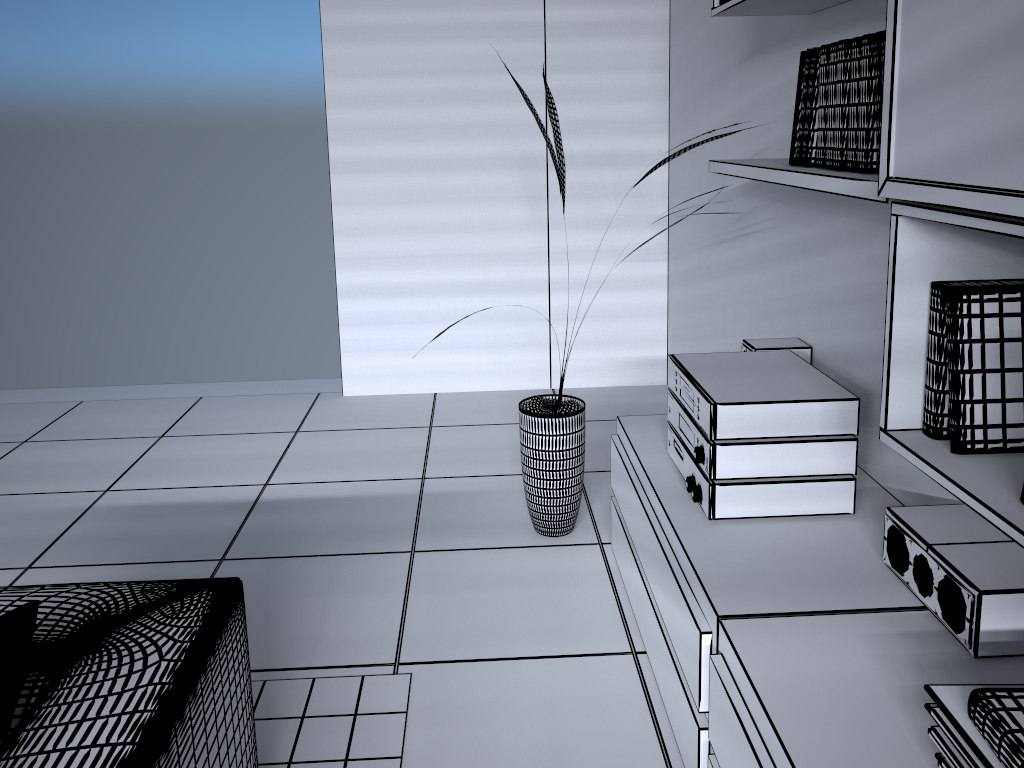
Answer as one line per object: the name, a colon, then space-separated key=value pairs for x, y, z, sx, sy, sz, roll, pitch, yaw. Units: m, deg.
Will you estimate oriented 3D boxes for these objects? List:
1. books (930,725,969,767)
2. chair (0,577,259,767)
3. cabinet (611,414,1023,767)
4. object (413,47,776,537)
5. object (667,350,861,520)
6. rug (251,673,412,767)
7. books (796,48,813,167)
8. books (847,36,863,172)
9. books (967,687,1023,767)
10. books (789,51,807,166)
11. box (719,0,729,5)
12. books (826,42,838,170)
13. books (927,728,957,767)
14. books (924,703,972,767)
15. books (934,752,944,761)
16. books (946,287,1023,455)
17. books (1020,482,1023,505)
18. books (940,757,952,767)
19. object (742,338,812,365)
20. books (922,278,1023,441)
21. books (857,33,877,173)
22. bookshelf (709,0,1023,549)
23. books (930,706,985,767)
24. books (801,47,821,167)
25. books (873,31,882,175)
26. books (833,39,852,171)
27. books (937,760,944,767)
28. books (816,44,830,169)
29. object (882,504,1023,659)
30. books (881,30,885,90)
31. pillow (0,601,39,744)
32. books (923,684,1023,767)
books: x=0.710 y=0.514 z=1.000 sx=0.285 sy=0.008 sz=0.425 roll=-2 pitch=16 yaw=-1
chair: x=-0.916 y=0.846 z=0.803 sx=0.960 sy=0.540 sz=1.689 roll=-2 pitch=16 yaw=-2
cabinet: x=0.638 y=0.627 z=1.630 sx=0.574 sy=0.439 sz=2.325 roll=-2 pitch=16 yaw=-2
object: x=0.222 y=-0.269 z=2.744 sx=1.180 sy=1.552 sz=0.254 roll=6 pitch=13 yaw=30
object: x=0.579 y=0.106 z=2.145 sx=0.347 sy=0.263 sz=0.440 roll=-2 pitch=15 yaw=-2
rug: x=-1.097 y=1.063 z=1.048 sx=1.798 sy=0.001 sz=2.286 roll=-2 pitch=16 yaw=-2
books: x=0.753 y=-0.621 z=1.981 sx=0.207 sy=0.254 sz=0.076 roll=-2 pitch=11 yaw=-2
books: x=0.769 y=-0.549 z=1.730 sx=0.207 sy=0.253 sz=0.051 roll=-2 pitch=11 yaw=-2
books: x=0.679 y=0.446 z=0.995 sx=0.207 sy=0.049 sz=0.265 roll=-1 pitch=16 yaw=3
books: x=0.748 y=-0.629 z=2.013 sx=0.207 sy=0.253 sz=0.074 roll=-2 pitch=11 yaw=-3
box: x=0.699 y=-1.096 z=2.320 sx=0.281 sy=0.158 sz=0.178 roll=-2 pitch=14 yaw=-2
books: x=0.763 y=-0.579 z=1.832 sx=0.207 sy=0.253 sz=0.051 roll=-2 pitch=11 yaw=-2
books: x=0.710 y=0.521 z=1.008 sx=0.285 sy=0.008 sz=0.425 roll=-2 pitch=16 yaw=-1
books: x=0.716 y=0.499 z=1.016 sx=0.285 sy=0.008 sz=0.425 roll=-2 pitch=16 yaw=-1
books: x=0.719 y=0.557 z=0.991 sx=0.285 sy=0.008 sz=0.425 roll=-2 pitch=16 yaw=-1
books: x=0.793 y=-0.023 z=1.390 sx=0.207 sy=0.254 sz=0.076 roll=-2 pitch=11 yaw=-2
books: x=0.793 y=0.043 z=1.154 sx=0.207 sy=0.254 sz=0.076 roll=-2 pitch=11 yaw=-2
books: x=0.710 y=0.545 z=0.970 sx=0.285 sy=0.008 sz=0.425 roll=-2 pitch=16 yaw=-1
object: x=0.781 y=-0.009 z=2.622 sx=0.177 sy=0.227 sz=0.122 roll=-2 pitch=12 yaw=-2
books: x=0.792 y=-0.041 z=1.454 sx=0.207 sy=0.253 sz=0.051 roll=-2 pitch=11 yaw=-2
books: x=0.769 y=-0.535 z=1.679 sx=0.207 sy=0.253 sz=0.051 roll=-2 pitch=11 yaw=-2
bookshelf: x=0.766 y=-0.438 z=1.153 sx=0.327 sy=1.223 sz=2.885 roll=-2 pitch=15 yaw=-2
books: x=0.707 y=0.487 z=0.995 sx=0.285 sy=0.008 sz=0.425 roll=-2 pitch=16 yaw=-1
books: x=0.755 y=-0.612 z=1.949 sx=0.207 sy=0.254 sz=0.076 roll=-2 pitch=11 yaw=-3
books: x=0.770 y=-0.516 z=1.615 sx=0.207 sy=0.254 sz=0.076 roll=-2 pitch=11 yaw=-2
books: x=0.760 y=-0.564 z=1.781 sx=0.207 sy=0.253 sz=0.051 roll=-2 pitch=11 yaw=-2
books: x=0.710 y=0.551 z=0.978 sx=0.285 sy=0.008 sz=0.425 roll=-2 pitch=16 yaw=-1
books: x=0.761 y=-0.593 z=1.883 sx=0.207 sy=0.253 sz=0.051 roll=-2 pitch=10 yaw=-2
object: x=0.828 y=0.343 z=1.593 sx=0.177 sy=0.116 sz=0.337 roll=-2 pitch=15 yaw=-2
books: x=0.771 y=-0.507 z=1.584 sx=0.207 sy=0.254 sz=0.076 roll=-2 pitch=11 yaw=-2
pillow: x=-0.817 y=0.580 z=1.054 sx=0.340 sy=0.380 sz=0.581 roll=-2 pitch=14 yaw=-5
books: x=0.713 y=0.471 z=1.011 sx=0.285 sy=0.008 sz=0.425 roll=-2 pitch=16 yaw=-1
